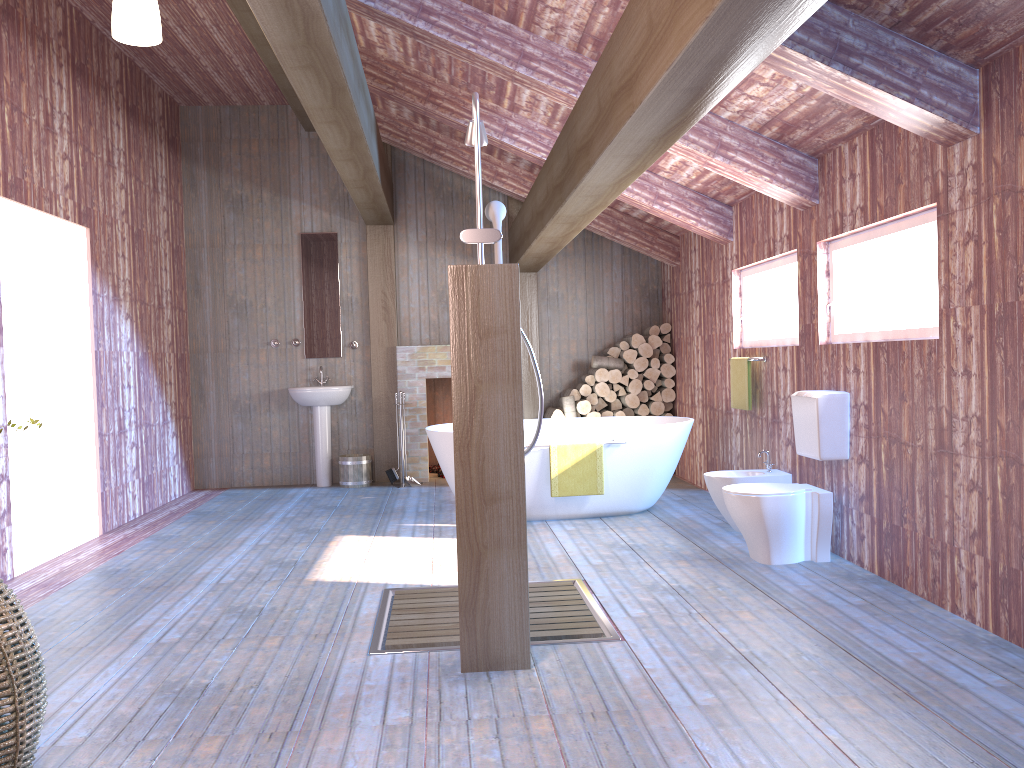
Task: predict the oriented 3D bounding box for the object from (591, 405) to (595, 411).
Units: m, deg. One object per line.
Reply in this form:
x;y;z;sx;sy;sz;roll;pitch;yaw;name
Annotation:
0.749;0.221;8.490;0.064;0.068;0.174;-2;1;-5;object

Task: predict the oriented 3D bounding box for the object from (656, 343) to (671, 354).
1.451;-0.343;8.562;0.107;0.115;0.269;-2;1;-3;object

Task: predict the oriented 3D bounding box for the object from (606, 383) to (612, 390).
0.913;0.023;8.473;0.057;0.061;0.156;-2;1;-5;object

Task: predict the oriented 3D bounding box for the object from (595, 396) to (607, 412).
0.836;0.186;8.583;0.128;0.150;0.323;-2;1;-4;object

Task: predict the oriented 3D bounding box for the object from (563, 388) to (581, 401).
0.575;0.100;8.504;0.114;0.113;0.301;-2;1;-7;object

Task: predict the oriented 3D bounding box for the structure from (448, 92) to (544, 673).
-0.072;-0.051;3.420;0.328;2.209;0.522;-1;2;16;structure

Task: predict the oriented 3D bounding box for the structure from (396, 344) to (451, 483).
-0.526;0.281;8.557;1.130;1.330;0.226;-2;1;-5;structure

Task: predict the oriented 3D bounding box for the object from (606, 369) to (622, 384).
0.942;-0.080;8.492;0.138;0.147;0.440;-2;1;-4;object

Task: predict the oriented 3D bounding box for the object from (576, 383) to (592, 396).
0.682;0.053;8.464;0.115;0.123;0.291;-2;1;-3;object

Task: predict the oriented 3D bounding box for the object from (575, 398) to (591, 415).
0.655;0.208;8.472;0.138;0.147;0.440;-2;1;-4;object

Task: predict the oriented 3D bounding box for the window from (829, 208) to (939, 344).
1.868;-0.502;4.419;0.054;0.587;1.255;-2;1;-4;window

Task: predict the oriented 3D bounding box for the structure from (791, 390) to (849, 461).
1.683;0.220;4.848;0.182;0.363;0.358;-2;1;-4;structure

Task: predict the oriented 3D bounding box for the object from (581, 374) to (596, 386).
0.731;-0.040;8.481;0.106;0.112;0.282;-2;1;-4;object

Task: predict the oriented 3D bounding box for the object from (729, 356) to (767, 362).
1.628;-0.171;6.183;0.091;0.043;0.581;-2;1;-4;object

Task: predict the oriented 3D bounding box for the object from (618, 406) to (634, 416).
1.093;0.278;8.608;0.116;0.118;0.289;-2;1;-7;object

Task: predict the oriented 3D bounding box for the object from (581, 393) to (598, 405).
0.740;0.139;8.487;0.111;0.113;0.301;-2;1;-5;object

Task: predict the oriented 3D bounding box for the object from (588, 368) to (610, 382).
0.827;-0.090;8.483;0.135;0.145;0.439;-2;1;-4;object

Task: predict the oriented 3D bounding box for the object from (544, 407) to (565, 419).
0.402;0.298;8.464;0.139;0.137;0.455;-2;1;-6;object

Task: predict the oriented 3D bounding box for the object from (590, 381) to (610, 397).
0.819;0.047;8.479;0.141;0.143;0.437;-2;1;-6;object

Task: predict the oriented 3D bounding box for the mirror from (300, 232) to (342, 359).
-1.827;-0.848;8.497;0.350;1.199;0.009;-2;1;-5;mirror

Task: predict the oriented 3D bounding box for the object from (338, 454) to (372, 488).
-1.472;0.815;8.329;0.309;0.290;0.308;-2;1;6;object

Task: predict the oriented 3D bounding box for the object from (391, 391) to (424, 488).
-1.050;0.506;8.279;0.276;0.888;0.333;-1;2;37;object

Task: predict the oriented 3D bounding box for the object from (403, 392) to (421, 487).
-0.969;0.507;8.222;0.206;0.871;0.126;-1;2;38;object

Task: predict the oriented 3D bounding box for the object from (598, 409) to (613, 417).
0.887;0.301;8.496;0.114;0.120;0.303;-2;1;-4;object

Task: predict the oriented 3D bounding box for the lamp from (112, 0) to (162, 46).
-1.421;-1.797;3.314;0.174;1.001;0.174;-2;2;-24;lamp

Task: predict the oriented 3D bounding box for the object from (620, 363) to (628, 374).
1.033;-0.163;8.592;0.121;0.124;0.291;-2;1;-4;object

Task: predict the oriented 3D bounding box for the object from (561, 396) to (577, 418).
0.539;0.258;8.292;0.147;0.298;0.109;-2;1;-2;object

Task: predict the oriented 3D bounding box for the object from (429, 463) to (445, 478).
-0.459;0.879;9.225;0.829;0.085;0.935;-2;2;-22;object

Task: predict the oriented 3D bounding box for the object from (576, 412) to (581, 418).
0.587;0.306;8.562;0.121;0.124;0.291;-2;1;-4;object

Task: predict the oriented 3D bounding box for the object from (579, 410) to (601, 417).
0.744;0.314;8.497;0.139;0.148;0.458;-2;1;-4;object

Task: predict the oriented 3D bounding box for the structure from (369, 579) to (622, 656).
-0.101;1.050;3.989;1.000;0.067;1.000;-2;1;-5;structure

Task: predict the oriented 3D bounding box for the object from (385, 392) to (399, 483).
-1.117;0.499;8.222;0.136;0.846;0.062;-2;2;-23;object

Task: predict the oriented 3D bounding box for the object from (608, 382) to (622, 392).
0.988;0.029;8.494;0.088;0.092;0.280;-2;1;-4;object

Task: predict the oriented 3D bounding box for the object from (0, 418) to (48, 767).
-1.685;0.603;2.153;0.972;1.073;0.970;-2;2;-24;object

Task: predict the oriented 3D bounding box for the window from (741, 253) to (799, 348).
1.769;-0.540;5.962;0.054;0.587;1.255;-2;1;-4;window

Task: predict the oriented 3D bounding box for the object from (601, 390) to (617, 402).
0.918;0.108;8.487;0.115;0.123;0.291;-2;1;-3;object

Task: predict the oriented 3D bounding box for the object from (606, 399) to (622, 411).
0.985;0.196;8.598;0.104;0.127;0.321;-2;1;-4;object

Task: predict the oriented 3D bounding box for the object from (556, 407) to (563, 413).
0.486;0.269;8.567;0.099;0.093;0.280;-2;1;-4;object

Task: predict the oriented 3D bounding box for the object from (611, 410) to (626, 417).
0.990;0.294;8.500;0.098;0.100;0.437;-2;1;-6;object

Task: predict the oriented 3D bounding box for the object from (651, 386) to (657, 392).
1.342;0.045;8.513;0.067;0.069;0.177;-2;1;-4;object

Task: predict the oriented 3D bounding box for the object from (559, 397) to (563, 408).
0.525;0.185;8.571;0.108;0.113;0.302;-2;1;-4;object
